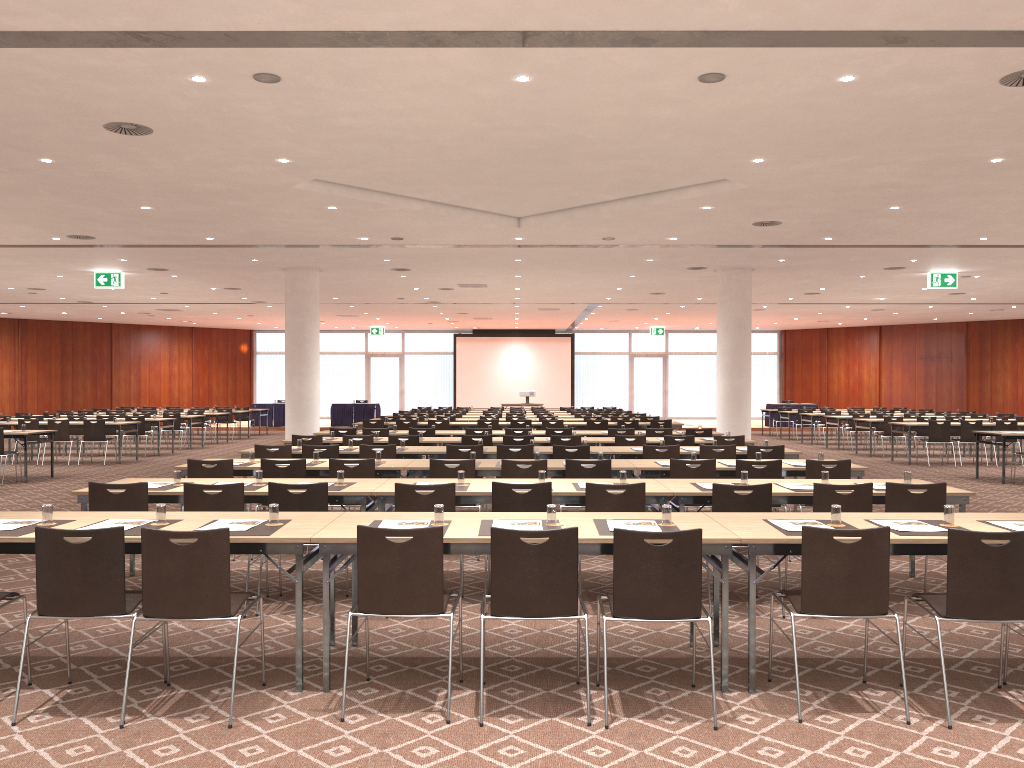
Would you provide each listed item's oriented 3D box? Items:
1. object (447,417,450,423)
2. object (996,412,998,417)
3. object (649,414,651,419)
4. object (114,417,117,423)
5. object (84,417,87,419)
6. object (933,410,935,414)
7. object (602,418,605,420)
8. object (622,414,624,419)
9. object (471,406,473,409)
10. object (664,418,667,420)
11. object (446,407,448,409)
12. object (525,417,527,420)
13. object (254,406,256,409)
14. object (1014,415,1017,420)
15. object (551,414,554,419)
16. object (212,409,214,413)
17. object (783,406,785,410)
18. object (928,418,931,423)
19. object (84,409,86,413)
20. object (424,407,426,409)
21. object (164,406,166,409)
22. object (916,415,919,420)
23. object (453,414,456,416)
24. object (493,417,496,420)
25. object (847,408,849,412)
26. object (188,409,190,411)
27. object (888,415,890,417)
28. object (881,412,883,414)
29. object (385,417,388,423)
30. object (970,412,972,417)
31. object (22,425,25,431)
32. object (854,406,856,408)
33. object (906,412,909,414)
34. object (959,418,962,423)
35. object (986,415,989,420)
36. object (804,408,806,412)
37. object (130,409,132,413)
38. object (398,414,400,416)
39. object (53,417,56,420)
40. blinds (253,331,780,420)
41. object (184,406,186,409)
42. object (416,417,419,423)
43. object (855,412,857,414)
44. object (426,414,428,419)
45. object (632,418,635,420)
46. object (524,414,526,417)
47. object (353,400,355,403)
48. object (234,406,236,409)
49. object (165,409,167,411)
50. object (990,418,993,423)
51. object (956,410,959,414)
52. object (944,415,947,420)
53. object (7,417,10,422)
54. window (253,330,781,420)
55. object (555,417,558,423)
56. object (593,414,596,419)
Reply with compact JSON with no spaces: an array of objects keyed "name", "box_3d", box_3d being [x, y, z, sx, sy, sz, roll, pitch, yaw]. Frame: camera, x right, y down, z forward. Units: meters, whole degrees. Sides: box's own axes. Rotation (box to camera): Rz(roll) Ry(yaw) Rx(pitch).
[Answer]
[{"name":"object","box_3d":[-1.330,0.758,18.605,0.054,0.114,0.054,0,1,34]},{"name":"object","box_3d":[12.339,0.771,22.558,0.054,0.114,0.054,0,1,-34]},{"name":"object","box_3d":[3.207,0.763,20.592,0.054,0.114,0.054,0,1,-34]},{"name":"object","box_3d":[-8.340,0.753,18.632,0.054,0.114,0.054,0,1,-34]},{"name":"object","box_3d":[-8.977,0.752,18.647,0.054,0.114,0.054,0,1,-34]},{"name":"object","box_3d":[11.684,0.772,24.554,0.054,0.114,0.054,0,1,-34]},{"name":"object","box_3d":[1.914,0.761,18.602,0.054,0.114,0.054,0,1,34]},{"name":"object","box_3d":[2.572,0.763,20.600,0.054,0.114,0.054,0,1,34]},{"name":"object","box_3d":[-1.291,0.764,28.616,0.054,0.114,0.054,0,1,34]},{"name":"object","box_3d":[3.214,0.762,18.588,0.054,0.114,0.054,0,1,-34]},{"name":"object","box_3d":[-1.948,0.762,26.613,0.054,0.114,0.054,0,1,34]},{"name":"object","box_3d":[0.294,0.760,18.607,0.054,0.114,0.054,0,1,-34]},{"name":"object","box_3d":[-8.295,0.758,28.639,0.054,0.114,0.054,0,0,-11]},{"name":"object","box_3d":[11.678,0.770,20.571,0.054,0.114,0.054,0,1,34]},{"name":"object","box_3d":[0.945,0.761,20.601,0.054,0.114,0.054,0,1,-34]},{"name":"object","box_3d":[-8.304,0.756,24.637,0.054,0.114,0.054,0,0,-11]},{"name":"object","box_3d":[8.778,0.772,28.578,0.054,0.114,0.054,0,0,-11]},{"name":"object","box_3d":[8.744,0.766,18.574,0.054,0.114,0.054,0,1,-34]},{"name":"object","box_3d":[-11.875,0.753,24.648,0.054,0.114,0.054,0,1,-34]},{"name":"object","box_3d":[-2.611,0.762,26.619,0.054,0.114,0.054,0,1,-34]},{"name":"object","box_3d":[-11.221,0.756,28.641,0.054,0.114,0.054,0,1,-34]},{"name":"object","box_3d":[9.404,0.768,20.577,0.054,0.114,0.054,0,1,-34]},{"name":"object","box_3d":[-1.335,0.759,20.616,0.054,0.114,0.054,0,1,-34]},{"name":"object","box_3d":[-0.361,0.759,18.599,0.054,0.114,0.054,0,1,-34]},{"name":"object","box_3d":[10.071,0.772,26.574,0.054,0.114,0.054,0,0,-11]},{"name":"object","box_3d":[-8.961,0.756,24.631,0.054,0.114,0.054,0,0,-11]},{"name":"object","box_3d":[8.745,0.767,20.576,0.054,0.114,0.054,0,1,-34]},{"name":"object","box_3d":[9.416,0.769,22.575,0.054,0.114,0.054,0,0,-11]},{"name":"object","box_3d":[-2.637,0.757,18.626,0.054,0.114,0.054,0,1,-34]},{"name":"object","box_3d":[11.671,0.771,22.555,0.054,0.114,0.054,0,1,-34]},{"name":"object","box_3d":[-8.337,0.751,15.135,0.054,0.114,0.054,0,0,-11]},{"name":"object","box_3d":[11.059,0.774,28.562,0.054,0.114,0.054,0,1,-34]},{"name":"object","box_3d":[10.068,0.770,22.567,0.054,0.114,0.054,0,0,-11]},{"name":"object","box_3d":[9.392,0.767,18.569,0.054,0.114,0.054,0,1,-34]},{"name":"object","box_3d":[11.030,0.769,20.574,0.054,0.114,0.054,0,1,34]},{"name":"object","box_3d":[8.773,0.771,26.576,0.054,0.114,0.054,0,0,-11]},{"name":"object","box_3d":[-10.580,0.754,24.643,0.054,0.114,0.054,0,1,-34]},{"name":"object","box_3d":[-2.624,0.758,20.623,0.054,0.114,0.054,0,1,-34]},{"name":"object","box_3d":[-9.629,0.752,18.652,0.054,0.114,0.054,0,1,-34]},{"name":"blinds","box_3d":[0.165,-0.372,38.385,22.852,3.817,0.115,0,1,0]},{"name":"object","box_3d":[-10.559,0.757,28.646,0.054,0.114,0.054,0,1,-34]},{"name":"object","box_3d":[-1.983,0.758,18.622,0.054,0.114,0.054,0,1,34]},{"name":"object","box_3d":[8.761,0.769,22.568,0.054,0.114,0.054,0,0,-11]},{"name":"object","box_3d":[-1.970,0.759,20.609,0.054,0.114,0.054,0,1,-34]},{"name":"object","box_3d":[2.551,0.761,18.595,0.054,0.114,0.054,0,1,34]},{"name":"object","box_3d":[0.302,0.761,20.600,0.054,0.114,0.054,0,1,-34]},{"name":"object","box_3d":[-5.695,0.635,31.980,0.054,0.114,0.054,0,0,11]},{"name":"object","box_3d":[-8.938,0.758,28.638,0.054,0.114,0.054,0,0,-11]},{"name":"object","box_3d":[-9.612,0.755,24.643,0.054,0.114,0.054,0,0,-11]},{"name":"object","box_3d":[10.043,0.767,18.578,0.054,0.114,0.054,0,1,-34]},{"name":"object","box_3d":[12.341,0.772,24.560,0.054,0.114,0.054,0,1,-34]},{"name":"object","box_3d":[10.055,0.768,20.572,0.054,0.114,0.054,0,1,-34]},{"name":"object","box_3d":[-10.602,0.751,18.655,0.054,0.114,0.054,0,1,34]},{"name":"window","box_3d":[0.199,-0.400,38.608,22.961,3.872,0.217,0,1,0]},{"name":"object","box_3d":[0.935,0.760,18.601,0.054,0.114,0.054,0,1,-34]},{"name":"object","box_3d":[1.915,0.762,20.591,0.054,0.114,0.054,0,1,34]}]
